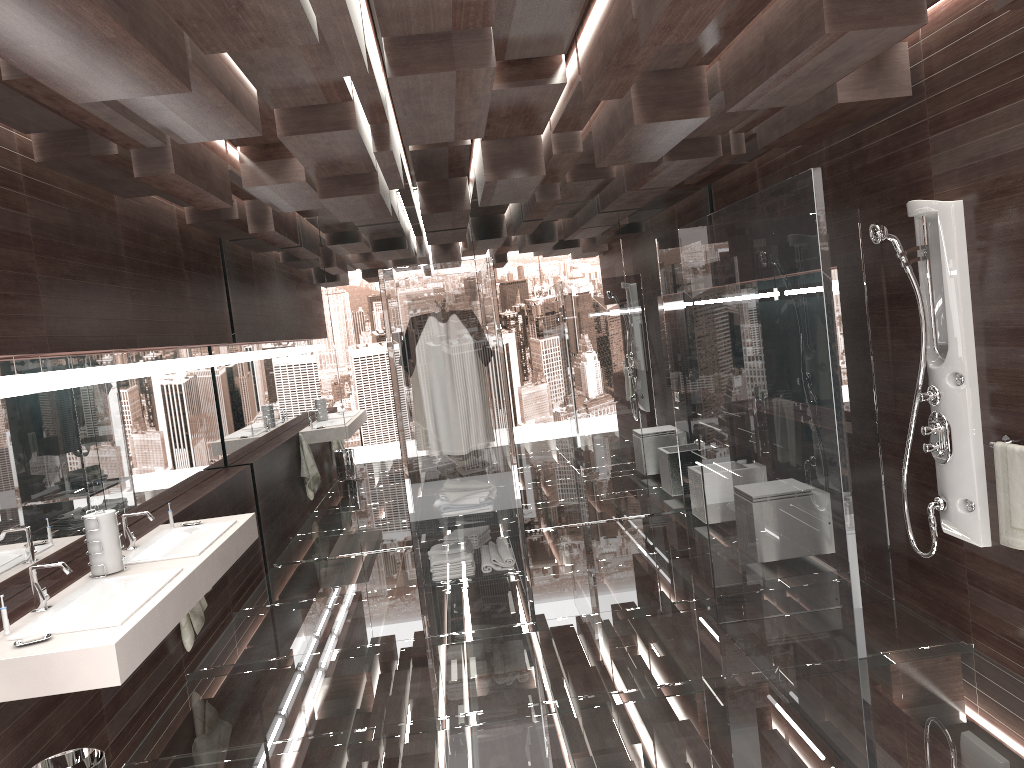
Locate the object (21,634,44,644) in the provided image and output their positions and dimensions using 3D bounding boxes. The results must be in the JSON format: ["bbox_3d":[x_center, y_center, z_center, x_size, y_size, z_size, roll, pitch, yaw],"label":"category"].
[{"bbox_3d":[-1.508,0.802,2.791,0.066,0.016,0.035,-9,4,-27],"label":"object"}]

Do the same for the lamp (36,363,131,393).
[{"bbox_3d":[-1.967,-0.032,4.072,0.082,0.082,0.950,-7,4,-4],"label":"lamp"}]

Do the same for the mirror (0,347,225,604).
[{"bbox_3d":[0.003,0.074,4.222,4.126,0.916,5.081,-7,4,-4],"label":"mirror"}]

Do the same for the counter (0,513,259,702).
[{"bbox_3d":[-1.505,0.823,3.644,0.488,0.131,1.954,-7,4,-4],"label":"counter"}]

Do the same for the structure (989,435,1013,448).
[{"bbox_3d":[1.931,0.247,3.290,0.071,0.061,0.455,-7,4,-4],"label":"structure"}]

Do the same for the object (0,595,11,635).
[{"bbox_3d":[-1.669,0.759,2.917,0.022,0.132,0.022,-8,4,-22],"label":"object"}]

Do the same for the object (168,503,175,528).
[{"bbox_3d":[-1.711,0.660,4.446,0.022,0.132,0.022,-4,5,33],"label":"object"}]

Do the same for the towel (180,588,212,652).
[{"bbox_3d":[-1.702,1.065,4.696,0.156,0.678,0.368,-7,4,-4],"label":"towel"}]

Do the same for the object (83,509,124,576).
[{"bbox_3d":[-1.669,0.648,3.627,0.124,0.246,0.128,-8,4,-22],"label":"object"}]

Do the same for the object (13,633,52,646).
[{"bbox_3d":[-1.508,0.809,2.792,0.108,0.011,0.065,-9,4,-25],"label":"object"}]

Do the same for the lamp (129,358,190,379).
[{"bbox_3d":[-2.040,-0.093,5.106,0.082,0.082,0.950,-7,4,-4],"label":"lamp"}]

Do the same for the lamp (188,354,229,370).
[{"bbox_3d":[-2.112,-0.153,6.111,0.082,0.082,0.950,-7,4,-4],"label":"lamp"}]

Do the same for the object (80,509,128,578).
[{"bbox_3d":[-1.675,0.646,3.632,0.136,0.261,0.145,-4,5,40],"label":"object"}]

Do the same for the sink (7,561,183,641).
[{"bbox_3d":[-1.508,0.721,3.186,0.427,0.193,0.681,-7,4,-4],"label":"sink"}]

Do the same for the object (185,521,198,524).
[{"bbox_3d":[-1.621,0.701,4.483,0.066,0.016,0.035,-6,4,16],"label":"object"}]

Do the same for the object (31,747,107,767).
[{"bbox_3d":[-1.444,1.425,2.919,0.237,0.358,0.237,-5,4,28],"label":"object"}]

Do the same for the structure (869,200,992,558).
[{"bbox_3d":[1.789,-0.004,3.840,0.354,1.560,0.323,-6,4,17],"label":"structure"}]

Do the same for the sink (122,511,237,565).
[{"bbox_3d":[-1.572,0.668,4.081,0.427,0.193,0.681,-7,4,-4],"label":"sink"}]

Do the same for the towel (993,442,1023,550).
[{"bbox_3d":[1.922,0.437,3.298,0.097,0.414,0.352,-8,4,-11],"label":"towel"}]

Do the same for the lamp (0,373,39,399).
[{"bbox_3d":[-1.894,0.029,3.049,0.082,0.082,0.950,-7,4,-4],"label":"lamp"}]

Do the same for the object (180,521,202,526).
[{"bbox_3d":[-1.621,0.708,4.484,0.108,0.011,0.065,-6,4,18],"label":"object"}]
